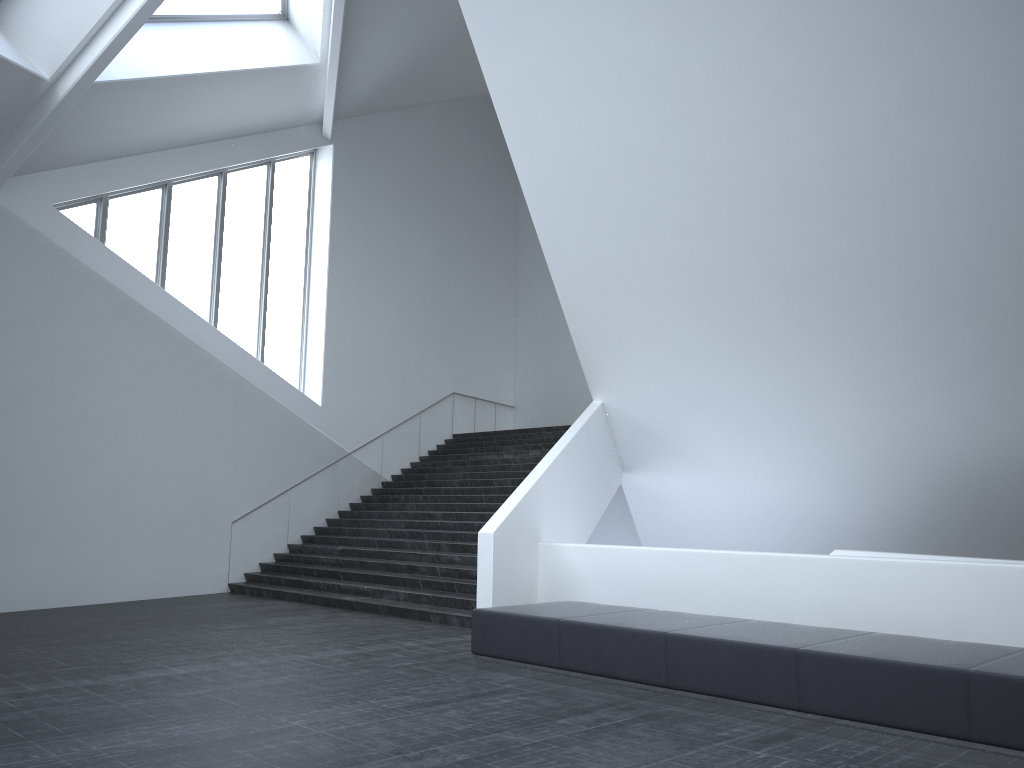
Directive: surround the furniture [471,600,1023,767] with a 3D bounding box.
[{"bbox_3d":[2.168,2.345,7.309,5.742,0.580,1.488,-7,-12,44],"label":"furniture"}]
